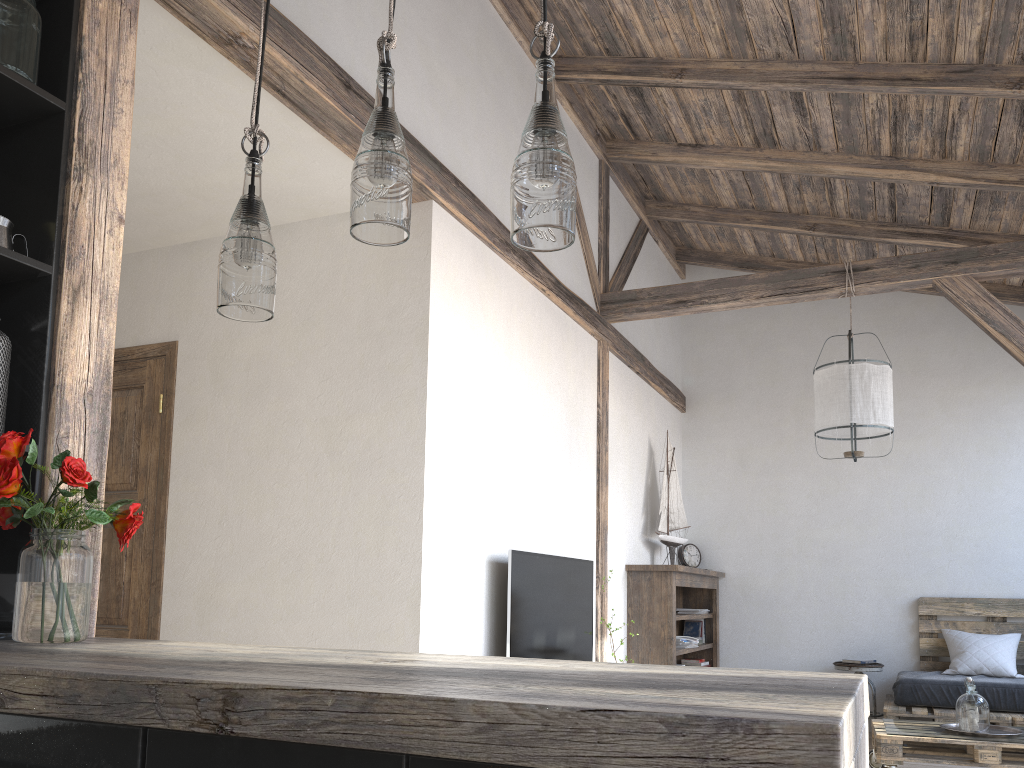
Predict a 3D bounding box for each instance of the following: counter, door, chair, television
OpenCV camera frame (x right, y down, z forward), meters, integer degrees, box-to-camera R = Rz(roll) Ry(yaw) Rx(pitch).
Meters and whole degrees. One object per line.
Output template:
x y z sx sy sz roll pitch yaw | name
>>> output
0.342 0.569 0.115 3.822 0.837 2.283 -5 -14 24 | counter
-1.897 0.850 3.988 0.843 2.035 0.083 -2 -8 24 | door
2.521 2.284 6.386 0.355 0.511 0.359 -4 -10 27 | chair
0.199 1.182 4.247 0.207 0.692 1.123 -2 -12 24 | television

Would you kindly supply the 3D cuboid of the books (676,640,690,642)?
1.161 1.820 6.248 0.205 0.009 0.262 -7 -16 30 | books

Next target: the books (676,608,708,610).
1.402 1.751 6.836 0.205 0.009 0.263 -4 -14 20 | books

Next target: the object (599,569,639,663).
0.621 1.640 5.101 0.275 1.100 0.524 0 -8 11 | object

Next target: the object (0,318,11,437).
-1.098 -0.055 1.816 0.109 0.344 0.110 6 -9 -36 | object

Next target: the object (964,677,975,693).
2.444 1.703 4.693 0.071 0.263 0.156 -2 -9 24 | object

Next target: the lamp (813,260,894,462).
1.879 -0.119 4.876 0.401 1.065 0.412 5 -8 -25 | lamp

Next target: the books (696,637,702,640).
1.347 1.941 6.705 0.150 0.021 0.208 -6 -15 27 | books

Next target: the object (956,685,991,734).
2.377 1.677 4.542 0.156 0.243 0.158 2 -9 -7 | object

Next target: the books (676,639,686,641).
1.154 1.811 6.247 0.206 0.009 0.262 -8 -16 34 | books

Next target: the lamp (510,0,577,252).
0.087 -0.848 1.549 0.108 1.266 0.228 -2 -8 26 | lamp

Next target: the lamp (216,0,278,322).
-0.465 -0.774 1.788 0.109 1.318 0.229 -2 -8 26 | lamp

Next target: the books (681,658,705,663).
1.413 2.157 6.868 0.143 0.019 0.205 -5 -15 23 | books

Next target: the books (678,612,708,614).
1.409 1.778 6.838 0.205 0.009 0.263 -3 -14 18 | books

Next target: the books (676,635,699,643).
1.206 1.811 6.287 0.221 0.086 0.266 0 -13 4 | books

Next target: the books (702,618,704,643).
1.450 1.944 6.958 0.135 0.198 0.021 -3 -8 24 | books

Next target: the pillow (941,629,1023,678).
3.524 1.807 5.961 1.132 0.349 0.357 -5 -12 24 | pillow

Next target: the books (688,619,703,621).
1.426 1.937 6.910 0.139 0.188 0.051 -3 -8 23 | books

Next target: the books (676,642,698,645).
1.165 1.836 6.241 0.206 0.009 0.261 -10 -18 39 | books

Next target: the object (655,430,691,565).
1.172 0.842 6.378 0.141 0.974 0.802 -3 -10 29 | object

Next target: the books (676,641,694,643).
1.176 1.830 6.250 0.205 0.009 0.262 -7 -16 30 | books

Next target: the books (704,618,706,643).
1.474 1.953 6.992 0.136 0.197 0.021 -3 -8 24 | books

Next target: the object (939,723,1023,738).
2.444 1.804 4.581 0.398 0.021 0.399 -12 -18 42 | object

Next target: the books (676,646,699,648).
1.180 1.863 6.242 0.206 0.009 0.262 -7 -16 31 | books

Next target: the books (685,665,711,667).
1.433 2.197 6.845 0.162 0.026 0.206 -7 -16 31 | books

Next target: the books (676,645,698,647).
1.183 1.856 6.251 0.205 0.009 0.262 -6 -15 28 | books

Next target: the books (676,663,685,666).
1.037 1.973 5.989 0.207 0.148 0.559 -4 -14 23 | books

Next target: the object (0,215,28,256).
-1.087 -0.304 1.870 0.075 0.094 0.095 -3 -11 24 | object

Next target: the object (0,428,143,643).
-0.900 0.302 1.744 0.314 0.408 0.254 7 -10 -33 | object

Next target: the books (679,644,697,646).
1.191 1.851 6.264 0.205 0.009 0.263 -5 -15 25 | books

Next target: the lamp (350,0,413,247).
-0.181 -0.851 1.662 0.109 1.216 0.242 -4 -8 35 | lamp

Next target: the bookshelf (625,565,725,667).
1.215 1.920 6.331 0.349 1.152 1.654 -2 -12 24 | bookshelf

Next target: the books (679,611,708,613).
1.414 1.773 6.853 0.205 0.009 0.263 -3 -14 15 | books

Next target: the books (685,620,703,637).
1.420 1.939 6.884 0.140 0.173 0.060 -3 -8 23 | books

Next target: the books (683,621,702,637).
1.403 1.934 6.855 0.132 0.169 0.083 -3 -9 24 | books

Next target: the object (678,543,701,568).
1.437 1.393 7.106 0.206 0.206 0.083 7 -10 -30 | object

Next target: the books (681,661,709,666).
1.425 2.172 6.842 0.158 0.021 0.222 -6 -15 27 | books

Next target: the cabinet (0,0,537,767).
0.143 -0.239 0.228 4.225 2.464 2.128 -4 -11 24 | cabinet

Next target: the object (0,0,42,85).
-1.071 -0.734 1.866 0.125 0.203 0.127 -4 -10 28 | object

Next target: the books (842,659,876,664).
2.524 2.014 6.395 0.206 0.021 0.152 11 -17 -36 | books

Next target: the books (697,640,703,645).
1.346 1.968 6.711 0.162 0.030 0.223 -6 -15 26 | books
